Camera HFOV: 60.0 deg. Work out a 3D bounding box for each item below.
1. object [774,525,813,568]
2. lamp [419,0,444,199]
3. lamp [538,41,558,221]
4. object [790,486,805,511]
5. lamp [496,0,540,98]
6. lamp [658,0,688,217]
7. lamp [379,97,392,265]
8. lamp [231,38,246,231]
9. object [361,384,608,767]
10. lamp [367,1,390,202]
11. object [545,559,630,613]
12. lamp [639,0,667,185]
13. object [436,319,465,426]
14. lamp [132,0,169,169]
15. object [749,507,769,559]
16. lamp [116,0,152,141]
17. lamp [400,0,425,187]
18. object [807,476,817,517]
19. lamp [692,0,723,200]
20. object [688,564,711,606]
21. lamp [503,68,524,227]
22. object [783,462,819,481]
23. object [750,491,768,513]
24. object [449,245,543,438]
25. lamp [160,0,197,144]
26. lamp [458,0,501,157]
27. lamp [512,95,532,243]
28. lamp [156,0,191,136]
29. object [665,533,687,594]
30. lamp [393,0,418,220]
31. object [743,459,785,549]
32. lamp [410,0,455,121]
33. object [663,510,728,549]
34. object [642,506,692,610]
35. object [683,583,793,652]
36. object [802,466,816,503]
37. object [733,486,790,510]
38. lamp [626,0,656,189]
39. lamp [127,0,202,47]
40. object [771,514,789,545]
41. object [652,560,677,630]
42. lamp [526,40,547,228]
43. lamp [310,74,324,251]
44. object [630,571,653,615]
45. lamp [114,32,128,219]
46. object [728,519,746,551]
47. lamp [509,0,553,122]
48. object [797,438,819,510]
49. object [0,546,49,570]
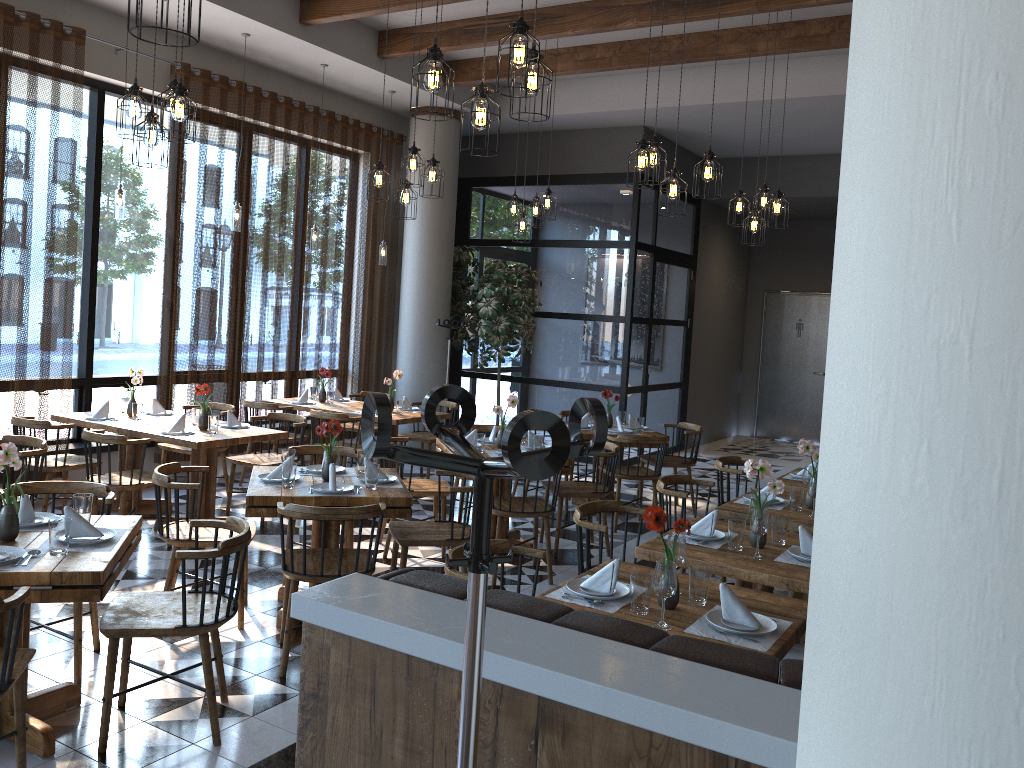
[{"bbox_3d":[1.349,0.707,3.938,0.272,0.137,0.352,6,5,31],"label":"object"},{"bbox_3d":[-0.568,-2.489,6.873,0.175,2.067,0.175,4,2,14],"label":"lamp"},{"bbox_3d":[0.399,-2.619,8.537,0.175,2.067,0.175,6,3,43],"label":"lamp"},{"bbox_3d":[1.594,0.643,4.969,0.080,0.132,0.080,4,3,16],"label":"object"},{"bbox_3d":[0.084,-2.252,3.677,0.175,2.067,0.175,4,2,2],"label":"lamp"},{"bbox_3d":[1.094,-2.117,5.675,0.175,2.067,0.175,4,2,14],"label":"lamp"},{"bbox_3d":[-1.347,-2.268,9.584,0.078,1.961,0.078,2,2,-27],"label":"lamp"},{"bbox_3d":[-2.391,-2.337,7.832,0.078,1.961,0.078,4,2,21],"label":"lamp"},{"bbox_3d":[-0.081,0.841,1.190,0.375,1.656,0.375,4,2,8],"label":"object"},{"bbox_3d":[-0.996,-2.479,6.958,0.175,2.067,0.175,3,2,-8],"label":"lamp"},{"bbox_3d":[0.325,0.699,3.254,0.272,0.137,0.352,6,5,31],"label":"object"},{"bbox_3d":[0.997,-2.370,5.869,0.175,2.067,0.175,4,2,14],"label":"lamp"},{"bbox_3d":[-0.741,0.095,10.059,0.374,1.656,0.375,2,3,-37],"label":"object"},{"bbox_3d":[-1.950,-2.242,4.887,0.175,2.067,0.175,2,3,-40],"label":"lamp"},{"bbox_3d":[1.085,0.655,3.895,0.081,0.215,0.081,3,2,-6],"label":"object"},{"bbox_3d":[-2.100,-2.436,5.023,0.175,2.067,0.175,5,3,39],"label":"lamp"},{"bbox_3d":[-0.700,-2.541,6.713,0.175,2.067,0.175,5,2,25],"label":"lamp"},{"bbox_3d":[1.653,0.615,4.838,0.081,0.215,0.081,2,3,-28],"label":"object"},{"bbox_3d":[1.322,-2.236,5.693,0.175,2.067,0.175,3,2,-19],"label":"lamp"},{"bbox_3d":[0.673,0.727,3.196,0.080,0.132,0.080,5,3,31],"label":"object"},{"bbox_3d":[0.073,-2.523,8.339,0.175,2.067,0.175,4,2,10],"label":"lamp"},{"bbox_3d":[2.044,0.578,6.106,0.272,0.137,0.352,6,5,31],"label":"object"},{"bbox_3d":[1.191,0.631,4.283,0.081,0.215,0.081,3,2,-6],"label":"object"},{"bbox_3d":[-0.448,-0.414,10.792,1.636,2.588,1.381,4,3,15],"label":"object"},{"bbox_3d":[-1.750,-2.352,4.772,0.175,2.067,0.175,4,2,17],"label":"lamp"},{"bbox_3d":[-0.083,-2.045,3.859,0.175,2.067,0.175,4,2,2],"label":"lamp"},{"bbox_3d":[0.153,-2.403,8.547,0.175,2.067,0.175,6,3,43],"label":"lamp"},{"bbox_3d":[-1.908,-2.488,5.108,0.175,2.067,0.175,2,3,-40],"label":"lamp"},{"bbox_3d":[0.611,0.672,3.320,0.081,0.215,0.081,6,3,39],"label":"object"},{"bbox_3d":[-0.784,-2.333,6.942,0.175,2.067,0.175,5,2,25],"label":"lamp"},{"bbox_3d":[1.154,0.552,4.087,0.207,0.399,0.146,5,3,33],"label":"object"},{"bbox_3d":[-0.285,-2.183,3.784,0.175,2.067,0.175,2,3,-32],"label":"lamp"},{"bbox_3d":[0.904,0.658,4.215,0.272,0.137,0.352,6,5,31],"label":"object"},{"bbox_3d":[0.534,0.610,3.154,0.171,0.354,0.156,5,3,34],"label":"object"},{"bbox_3d":[0.769,0.748,2.976,0.272,0.137,0.352,6,5,31],"label":"object"},{"bbox_3d":[1.745,0.592,5.202,0.081,0.215,0.081,5,3,22],"label":"object"},{"bbox_3d":[1.477,0.618,5.165,0.272,0.137,0.352,6,5,31],"label":"object"},{"bbox_3d":[0.891,-2.305,5.690,0.175,2.067,0.175,4,2,3],"label":"lamp"},{"bbox_3d":[-0.889,-1.978,2.385,0.175,2.067,0.175,2,3,-41],"label":"lamp"},{"bbox_3d":[1.255,0.686,4.162,0.080,0.132,0.080,5,3,31],"label":"object"},{"bbox_3d":[0.503,0.696,2.929,0.081,0.215,0.081,4,2,0],"label":"object"},{"bbox_3d":[0.288,-2.583,8.717,0.175,2.067,0.175,5,3,32],"label":"lamp"},{"bbox_3d":[-1.886,-2.288,8.682,0.078,1.961,0.078,4,2,17],"label":"lamp"},{"bbox_3d":[0.444,0.724,3.060,0.080,0.132,0.080,4,3,16],"label":"object"},{"bbox_3d":[-2.990,-2.261,6.842,0.078,1.961,0.078,5,3,38],"label":"lamp"},{"bbox_3d":[1.012,0.684,4.003,0.080,0.132,0.080,6,3,36],"label":"object"},{"bbox_3d":[0.141,-2.207,3.879,0.175,2.067,0.175,3,2,-10],"label":"lamp"},{"bbox_3d":[1.697,0.509,5.042,0.146,0.399,0.206,5,3,38],"label":"object"},{"bbox_3d":[-1.891,0.567,3.198,0.352,0.137,0.273,2,4,-14],"label":"object"}]
